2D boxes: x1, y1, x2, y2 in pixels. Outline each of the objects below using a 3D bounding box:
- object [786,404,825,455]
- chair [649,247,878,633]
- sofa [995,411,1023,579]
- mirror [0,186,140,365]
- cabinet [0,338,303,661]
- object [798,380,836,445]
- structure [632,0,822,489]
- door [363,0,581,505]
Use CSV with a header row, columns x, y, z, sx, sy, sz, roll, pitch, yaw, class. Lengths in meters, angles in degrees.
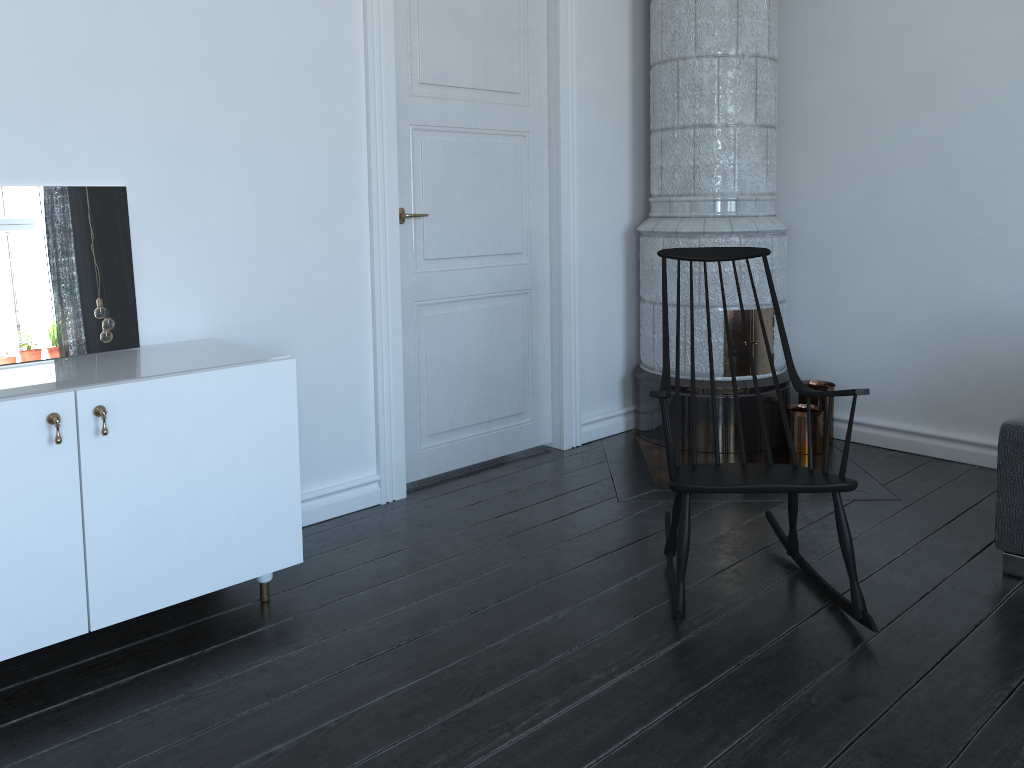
x,y,z,sx,sy,sz,roll,pitch,yaw,class
1.364,0.211,4.096,0.175,0.197,0.173,5,10,36,object
0.700,0.101,2.718,0.612,0.993,0.919,-1,8,2,chair
2.665,0.319,2.191,1.093,0.714,2.391,-10,14,-42,sofa
-1.435,-0.311,2.506,0.701,0.496,0.054,-10,10,-43,mirror
-1.230,0.340,2.355,1.211,0.726,0.594,-10,12,-43,cabinet
1.465,0.138,4.245,0.177,0.278,0.174,-7,9,-43,object
0.976,-1.129,4.073,0.778,2.857,1.285,-1,6,2,structure
-0.145,-0.843,3.782,1.177,2.447,0.116,-7,8,-43,door
